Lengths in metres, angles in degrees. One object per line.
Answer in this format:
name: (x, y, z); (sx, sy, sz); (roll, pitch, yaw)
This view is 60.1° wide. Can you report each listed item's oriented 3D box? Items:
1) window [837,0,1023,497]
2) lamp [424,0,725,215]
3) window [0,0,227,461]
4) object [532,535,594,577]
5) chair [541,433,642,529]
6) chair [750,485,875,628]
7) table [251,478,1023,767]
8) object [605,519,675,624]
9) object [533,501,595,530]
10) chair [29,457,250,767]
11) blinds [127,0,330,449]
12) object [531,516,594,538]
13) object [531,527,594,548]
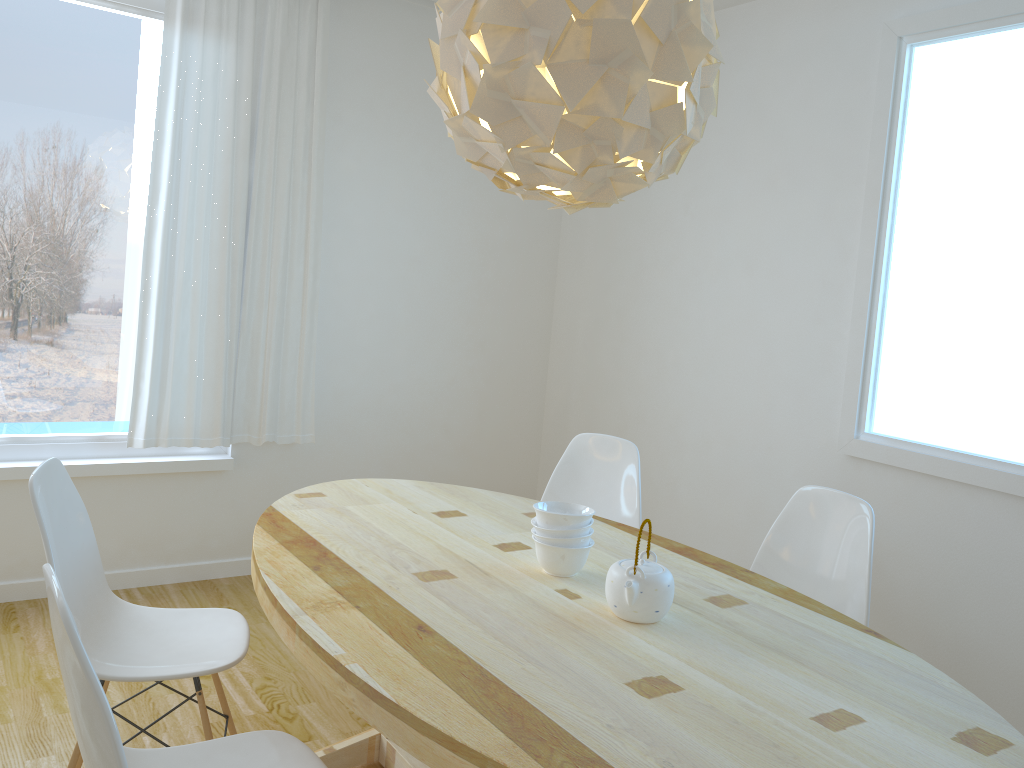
window: (0.798, -0.169, 1.807); (2.546, 2.046, 1.890); (2, 6, -34)
lamp: (0.163, -0.934, 1.930); (0.646, 1.131, 0.642); (2, 5, -35)
window: (-2.341, -0.659, 3.183); (2.723, 1.911, 0.089); (2, 4, -34)
object: (0.121, 0.416, 2.149); (0.152, 0.082, 0.152); (6, 6, 5)
chair: (0.174, 0.644, 3.004); (0.431, 0.898, 0.523); (7, 4, 30)
chair: (0.695, 0.752, 2.452); (0.522, 0.898, 0.432); (3, 4, -34)
table: (0.059, 0.829, 2.041); (1.192, 0.722, 2.202); (1, 7, -36)
object: (0.266, 0.393, 1.892); (0.177, 0.211, 0.148); (2, 5, -35)
object: (0.123, 0.341, 2.147); (0.152, 0.087, 0.152); (4, 6, -6)
chair: (-0.889, 0.644, 2.157); (0.522, 0.898, 0.432); (4, 4, -14)
blinds: (-1.131, -0.799, 3.755); (0.793, 2.153, 0.151); (3, 4, -34)
object: (0.118, 0.369, 2.146); (0.150, 0.095, 0.153); (3, 6, -18)
object: (0.119, 0.393, 2.148); (0.151, 0.092, 0.152); (6, 5, 5)
